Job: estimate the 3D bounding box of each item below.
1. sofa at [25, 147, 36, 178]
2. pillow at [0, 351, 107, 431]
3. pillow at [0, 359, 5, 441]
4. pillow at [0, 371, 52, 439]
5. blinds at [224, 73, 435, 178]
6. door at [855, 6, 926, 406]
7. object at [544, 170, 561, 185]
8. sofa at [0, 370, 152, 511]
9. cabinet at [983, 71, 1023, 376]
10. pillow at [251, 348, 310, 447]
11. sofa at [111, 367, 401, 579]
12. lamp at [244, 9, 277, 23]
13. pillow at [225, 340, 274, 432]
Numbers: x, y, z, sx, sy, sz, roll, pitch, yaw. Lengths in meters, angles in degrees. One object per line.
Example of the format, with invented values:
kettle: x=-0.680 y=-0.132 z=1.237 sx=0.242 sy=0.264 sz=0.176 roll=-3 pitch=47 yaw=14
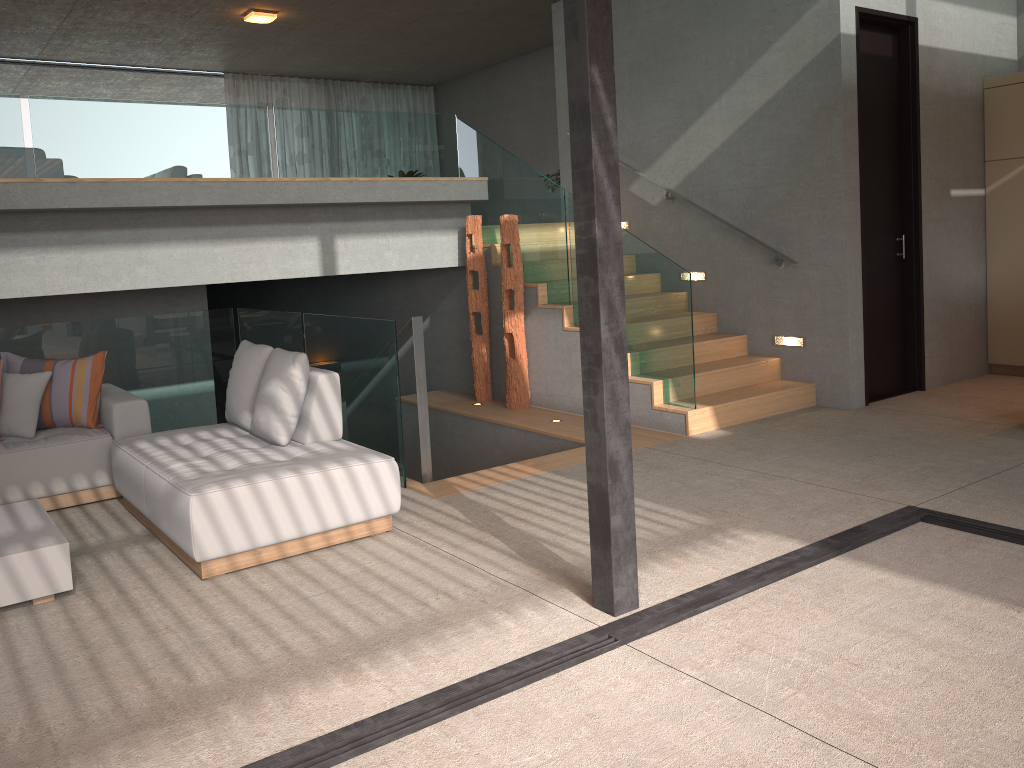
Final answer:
sofa: x=-5.245 y=-1.444 z=7.067 sx=3.263 sy=0.858 sz=0.978 roll=-9 pitch=9 yaw=-35
pillow: x=-2.831 y=0.039 z=5.482 sx=0.696 sy=0.501 sz=0.281 roll=-2 pitch=6 yaw=8
pillow: x=-3.325 y=0.137 z=5.112 sx=0.737 sy=0.491 sz=0.313 roll=-5 pitch=6 yaw=-12
pillow: x=-3.078 y=0.116 z=5.323 sx=0.593 sy=0.403 sz=0.241 roll=-2 pitch=6 yaw=8
blinds: x=-2.885 y=-3.781 z=15.025 sx=3.867 sy=2.711 sz=0.223 roll=-9 pitch=7 yaw=-35
door: x=1.532 y=-0.215 z=4.862 sx=15.319 sy=4.445 sz=5.825 roll=1 pitch=9 yaw=27
object: x=1.069 y=-2.425 z=10.907 sx=1.431 sy=1.203 sz=1.244 roll=-3 pitch=7 yaw=-2
sofa: x=-3.853 y=0.455 z=4.722 sx=3.476 sy=0.748 sz=1.053 roll=-9 pitch=10 yaw=-35
cabinet: x=6.004 y=-0.945 z=4.455 sx=1.974 sy=2.547 sz=7.500 roll=-7 pitch=9 yaw=-35
pillow: x=-1.265 y=0.064 z=4.826 sx=0.267 sy=0.480 sz=0.494 roll=-7 pitch=8 yaw=-34
sofa: x=-1.414 y=0.341 z=4.654 sx=1.018 sy=0.727 sz=1.602 roll=-8 pitch=10 yaw=-35
lamp: x=-3.027 y=-4.413 z=10.626 sx=0.302 sy=0.091 sz=0.301 roll=-9 pitch=11 yaw=-35
pillow: x=-1.544 y=0.006 z=5.218 sx=0.239 sy=0.494 sz=0.494 roll=-7 pitch=8 yaw=-35
